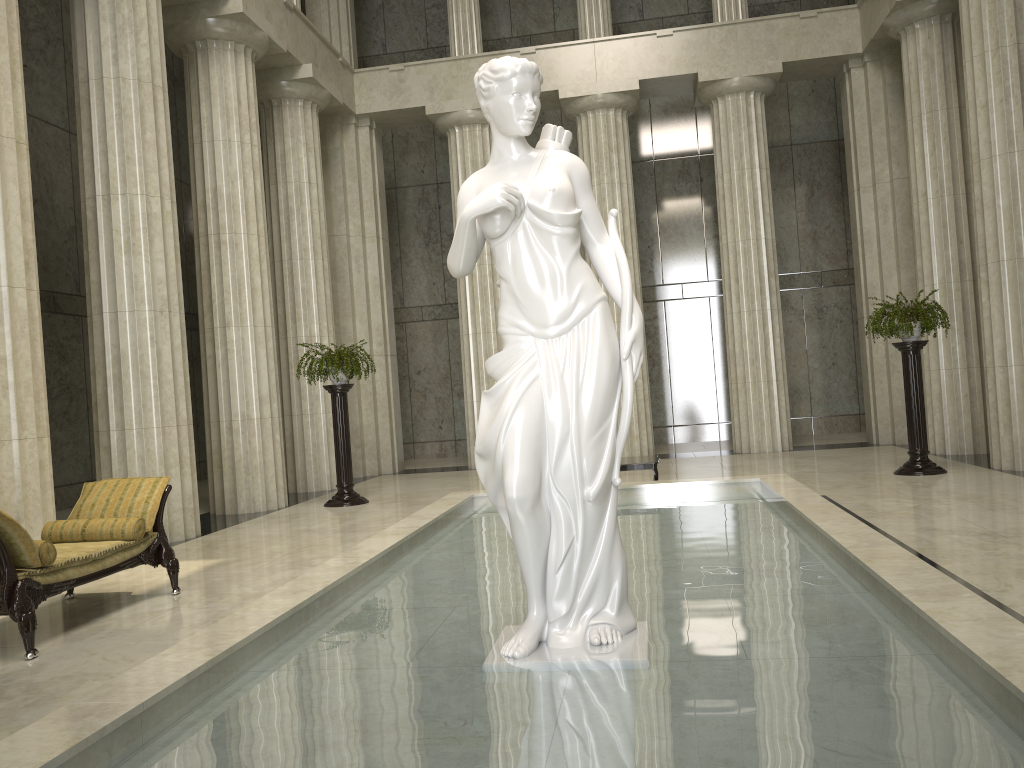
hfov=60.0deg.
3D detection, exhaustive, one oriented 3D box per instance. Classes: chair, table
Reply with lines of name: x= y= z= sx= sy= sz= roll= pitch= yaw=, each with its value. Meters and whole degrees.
chair: x=-3.305 y=1.240 z=6.335 sx=0.993 sy=0.950 sz=2.172 roll=-4 pitch=-1 yaw=9
table: x=1.280 y=1.201 z=10.983 sx=1.134 sy=0.494 sz=1.123 roll=-4 pitch=-1 yaw=7

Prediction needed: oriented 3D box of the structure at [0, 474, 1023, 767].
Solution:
structure: x=0.314 y=1.365 z=4.320 sx=3.754 sy=0.508 sz=11.573 roll=-4 pitch=-1 yaw=9

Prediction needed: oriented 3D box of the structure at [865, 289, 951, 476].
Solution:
structure: x=5.260 y=-0.023 z=11.636 sx=1.053 sy=2.386 sz=1.159 roll=-4 pitch=-1 yaw=13

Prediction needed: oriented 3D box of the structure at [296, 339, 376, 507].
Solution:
structure: x=-2.467 y=0.542 z=12.806 sx=1.159 sy=2.386 sz=1.053 roll=-4 pitch=-1 yaw=3

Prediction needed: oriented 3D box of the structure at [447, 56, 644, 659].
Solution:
structure: x=0.182 y=-0.083 z=4.316 sx=0.940 sy=3.044 sz=0.729 roll=-4 pitch=-1 yaw=3
